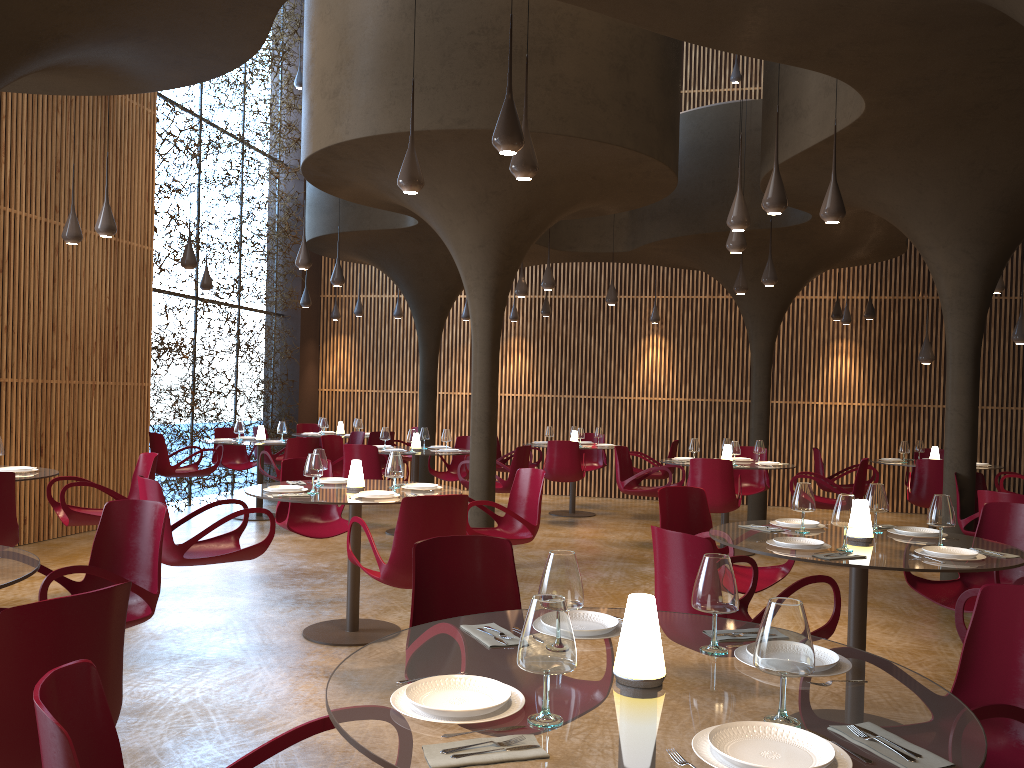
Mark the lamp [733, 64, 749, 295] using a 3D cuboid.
[{"bbox_3d":[3.105,-4.325,11.663,0.196,6.279,0.196,1,1,-43],"label":"lamp"}]

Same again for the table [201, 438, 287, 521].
[{"bbox_3d":[-3.731,1.412,13.126,1.672,1.131,1.671,2,0,-36],"label":"table"}]

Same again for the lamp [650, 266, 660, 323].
[{"bbox_3d":[2.743,-4.268,16.445,0.196,6.279,0.196,2,1,27],"label":"lamp"}]

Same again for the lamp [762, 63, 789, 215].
[{"bbox_3d":[2.067,-4.422,6.646,0.196,6.279,0.196,2,1,-3],"label":"lamp"}]

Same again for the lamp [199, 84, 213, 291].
[{"bbox_3d":[-4.431,-4.510,13.044,0.196,6.279,0.196,2,1,37],"label":"lamp"}]

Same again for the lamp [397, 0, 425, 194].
[{"bbox_3d":[-0.638,-4.501,6.276,0.196,6.279,0.196,2,1,17],"label":"lamp"}]

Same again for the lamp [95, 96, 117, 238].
[{"bbox_3d":[-3.827,-4.557,8.497,0.196,6.279,0.196,2,1,40],"label":"lamp"}]

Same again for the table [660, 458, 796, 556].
[{"bbox_3d":[2.698,1.560,11.212,1.671,1.131,1.672,1,0,32],"label":"table"}]

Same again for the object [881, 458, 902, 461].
[{"bbox_3d":[5.329,1.063,12.452,0.263,0.029,0.263,1,-1,25],"label":"object"}]

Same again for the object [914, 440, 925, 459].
[{"bbox_3d":[5.808,0.952,12.638,0.142,0.295,0.142,2,0,-5],"label":"object"}]

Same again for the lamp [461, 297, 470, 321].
[{"bbox_3d":[-0.792,-4.357,16.961,0.196,6.279,0.196,2,1,27],"label":"lamp"}]

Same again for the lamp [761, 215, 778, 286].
[{"bbox_3d":[3.223,-4.334,10.768,0.196,6.279,0.196,1,1,-43],"label":"lamp"}]

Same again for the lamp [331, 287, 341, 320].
[{"bbox_3d":[-3.450,-4.419,17.716,0.196,6.279,0.196,2,1,37],"label":"lamp"}]

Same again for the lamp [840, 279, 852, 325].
[{"bbox_3d":[6.015,-4.190,15.688,0.196,6.279,0.196,2,1,37],"label":"lamp"}]

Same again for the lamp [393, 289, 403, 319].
[{"bbox_3d":[-2.092,-4.393,16.905,0.196,6.279,0.196,2,1,-3],"label":"lamp"}]

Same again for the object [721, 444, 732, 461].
[{"bbox_3d":[2.716,0.878,11.203,0.142,0.232,0.144,1,0,-13],"label":"object"}]

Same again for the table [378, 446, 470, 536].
[{"bbox_3d":[-1.322,1.462,12.059,1.671,1.131,1.672,1,0,32],"label":"table"}]

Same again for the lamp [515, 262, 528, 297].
[{"bbox_3d":[0.219,-4.389,12.696,0.196,6.279,0.196,1,1,-43],"label":"lamp"}]

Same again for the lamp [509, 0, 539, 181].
[{"bbox_3d":[0.163,-4.486,5.787,0.196,6.279,0.196,2,1,17],"label":"lamp"}]

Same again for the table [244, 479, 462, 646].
[{"bbox_3d":[-1.241,1.394,6.963,1.672,1.131,1.671,2,0,-24],"label":"table"}]

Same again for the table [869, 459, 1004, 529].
[{"bbox_3d":[5.810,1.658,12.228,1.671,1.131,1.672,1,0,32],"label":"table"}]

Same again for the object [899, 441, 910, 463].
[{"bbox_3d":[5.411,0.935,12.231,0.142,0.295,0.142,1,1,-29],"label":"object"}]

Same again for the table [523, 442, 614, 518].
[{"bbox_3d":[0.994,1.558,14.416,1.671,1.131,1.672,1,0,22],"label":"table"}]

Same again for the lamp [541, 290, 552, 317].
[{"bbox_3d":[0.687,-4.335,15.663,0.196,6.279,0.196,2,1,27],"label":"lamp"}]

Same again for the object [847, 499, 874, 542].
[{"bbox_3d":[1.981,0.773,5.038,0.142,0.232,0.144,1,0,-28],"label":"object"}]

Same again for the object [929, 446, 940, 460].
[{"bbox_3d":[5.828,0.977,12.219,0.144,0.232,0.142,2,0,8],"label":"object"}]

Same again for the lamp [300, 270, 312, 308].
[{"bbox_3d":[-3.461,-4.454,15.203,0.196,6.279,0.196,2,1,37],"label":"lamp"}]

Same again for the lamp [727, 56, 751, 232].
[{"bbox_3d":[1.970,-4.415,7.340,0.196,6.279,0.196,2,1,37],"label":"lamp"}]

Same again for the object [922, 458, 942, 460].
[{"bbox_3d":[6.026,1.086,12.712,0.263,0.029,0.263,1,-1,39],"label":"object"}]

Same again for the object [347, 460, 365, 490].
[{"bbox_3d":[-1.223,0.713,6.954,0.142,0.232,0.144,2,0,5],"label":"object"}]

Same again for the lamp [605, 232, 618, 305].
[{"bbox_3d":[1.600,-4.341,13.441,0.196,6.279,0.196,2,1,27],"label":"lamp"}]

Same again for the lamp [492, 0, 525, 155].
[{"bbox_3d":[0.061,-4.497,5.178,0.196,6.279,0.196,1,1,-43],"label":"lamp"}]

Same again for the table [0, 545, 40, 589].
[{"bbox_3d":[-2.779,1.303,3.421,1.671,1.131,1.672,1,0,34],"label":"table"}]

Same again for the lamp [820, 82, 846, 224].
[{"bbox_3d":[2.599,-4.404,6.915,0.196,6.279,0.196,2,1,-3],"label":"lamp"}]

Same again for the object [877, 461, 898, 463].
[{"bbox_3d":[5.171,1.072,12.194,0.262,0.017,0.126,1,-1,28],"label":"object"}]

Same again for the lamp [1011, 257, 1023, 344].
[{"bbox_3d":[5.988,-3.603,10.244,0.196,6.279,0.196,1,1,-33],"label":"lamp"}]

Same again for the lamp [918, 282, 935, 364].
[{"bbox_3d":[5.386,-3.395,11.308,0.196,6.279,0.196,1,1,-33],"label":"lamp"}]

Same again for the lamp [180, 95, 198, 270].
[{"bbox_3d":[-3.838,-4.526,10.721,0.196,6.279,0.196,1,1,-13],"label":"lamp"}]

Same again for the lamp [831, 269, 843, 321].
[{"bbox_3d":[5.576,-4.212,14.940,0.196,6.279,0.196,2,1,27],"label":"lamp"}]

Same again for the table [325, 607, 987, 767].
[{"bbox_3d":[0.331,1.374,2.422,1.672,1.131,1.672,2,0,-19],"label":"table"}]

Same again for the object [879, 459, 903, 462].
[{"bbox_3d":[5.329,1.073,12.452,0.331,0.014,0.332,1,-1,41],"label":"object"}]

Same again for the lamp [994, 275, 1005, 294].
[{"bbox_3d":[6.053,-4.255,10.893,0.196,6.279,0.196,1,1,-33],"label":"lamp"}]

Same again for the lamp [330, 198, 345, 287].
[{"bbox_3d":[-2.286,-4.466,12.008,0.196,6.279,0.196,1,1,-33],"label":"lamp"}]

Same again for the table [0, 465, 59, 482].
[{"bbox_3d":[-4.703,1.305,7.343,1.672,1.131,1.671,2,0,-32],"label":"table"}]

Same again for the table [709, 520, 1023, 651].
[{"bbox_3d":[1.962,1.454,5.047,1.672,1.131,1.671,2,0,-27],"label":"table"}]

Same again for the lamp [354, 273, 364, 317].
[{"bbox_3d":[-2.805,-4.415,16.681,0.196,6.279,0.196,2,1,37],"label":"lamp"}]

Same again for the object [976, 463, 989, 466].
[{"bbox_3d":[6.266,1.081,11.927,0.263,0.029,0.263,1,-1,8],"label":"object"}]

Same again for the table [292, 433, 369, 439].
[{"bbox_3d":[-3.051,1.466,15.694,1.672,1.131,1.671,2,0,-36],"label":"table"}]

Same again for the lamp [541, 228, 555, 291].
[{"bbox_3d":[0.566,-4.392,11.798,0.196,6.279,0.196,1,1,-43],"label":"lamp"}]

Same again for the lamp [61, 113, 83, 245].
[{"bbox_3d":[-4.394,-4.565,8.986,0.196,6.279,0.196,2,1,20],"label":"lamp"}]

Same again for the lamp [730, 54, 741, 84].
[{"bbox_3d":[3.873,-6.282,15.208,0.196,2.225,0.196,1,1,-13],"label":"lamp"}]

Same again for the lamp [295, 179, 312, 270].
[{"bbox_3d":[-2.377,-4.491,10.425,0.196,6.279,0.196,1,1,-33],"label":"lamp"}]

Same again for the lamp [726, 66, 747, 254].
[{"bbox_3d":[2.232,-4.393,8.450,0.196,6.279,0.196,1,1,-43],"label":"lamp"}]

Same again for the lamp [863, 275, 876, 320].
[{"bbox_3d":[6.015,-4.204,14.662,0.196,6.279,0.196,2,1,27],"label":"lamp"}]

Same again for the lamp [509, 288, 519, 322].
[{"bbox_3d":[0.124,-4.332,16.941,0.196,6.279,0.196,2,1,37],"label":"lamp"}]

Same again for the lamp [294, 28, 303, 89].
[{"bbox_3d":[-3.832,-6.479,16.075,0.196,2.225,0.196,2,1,37],"label":"lamp"}]
